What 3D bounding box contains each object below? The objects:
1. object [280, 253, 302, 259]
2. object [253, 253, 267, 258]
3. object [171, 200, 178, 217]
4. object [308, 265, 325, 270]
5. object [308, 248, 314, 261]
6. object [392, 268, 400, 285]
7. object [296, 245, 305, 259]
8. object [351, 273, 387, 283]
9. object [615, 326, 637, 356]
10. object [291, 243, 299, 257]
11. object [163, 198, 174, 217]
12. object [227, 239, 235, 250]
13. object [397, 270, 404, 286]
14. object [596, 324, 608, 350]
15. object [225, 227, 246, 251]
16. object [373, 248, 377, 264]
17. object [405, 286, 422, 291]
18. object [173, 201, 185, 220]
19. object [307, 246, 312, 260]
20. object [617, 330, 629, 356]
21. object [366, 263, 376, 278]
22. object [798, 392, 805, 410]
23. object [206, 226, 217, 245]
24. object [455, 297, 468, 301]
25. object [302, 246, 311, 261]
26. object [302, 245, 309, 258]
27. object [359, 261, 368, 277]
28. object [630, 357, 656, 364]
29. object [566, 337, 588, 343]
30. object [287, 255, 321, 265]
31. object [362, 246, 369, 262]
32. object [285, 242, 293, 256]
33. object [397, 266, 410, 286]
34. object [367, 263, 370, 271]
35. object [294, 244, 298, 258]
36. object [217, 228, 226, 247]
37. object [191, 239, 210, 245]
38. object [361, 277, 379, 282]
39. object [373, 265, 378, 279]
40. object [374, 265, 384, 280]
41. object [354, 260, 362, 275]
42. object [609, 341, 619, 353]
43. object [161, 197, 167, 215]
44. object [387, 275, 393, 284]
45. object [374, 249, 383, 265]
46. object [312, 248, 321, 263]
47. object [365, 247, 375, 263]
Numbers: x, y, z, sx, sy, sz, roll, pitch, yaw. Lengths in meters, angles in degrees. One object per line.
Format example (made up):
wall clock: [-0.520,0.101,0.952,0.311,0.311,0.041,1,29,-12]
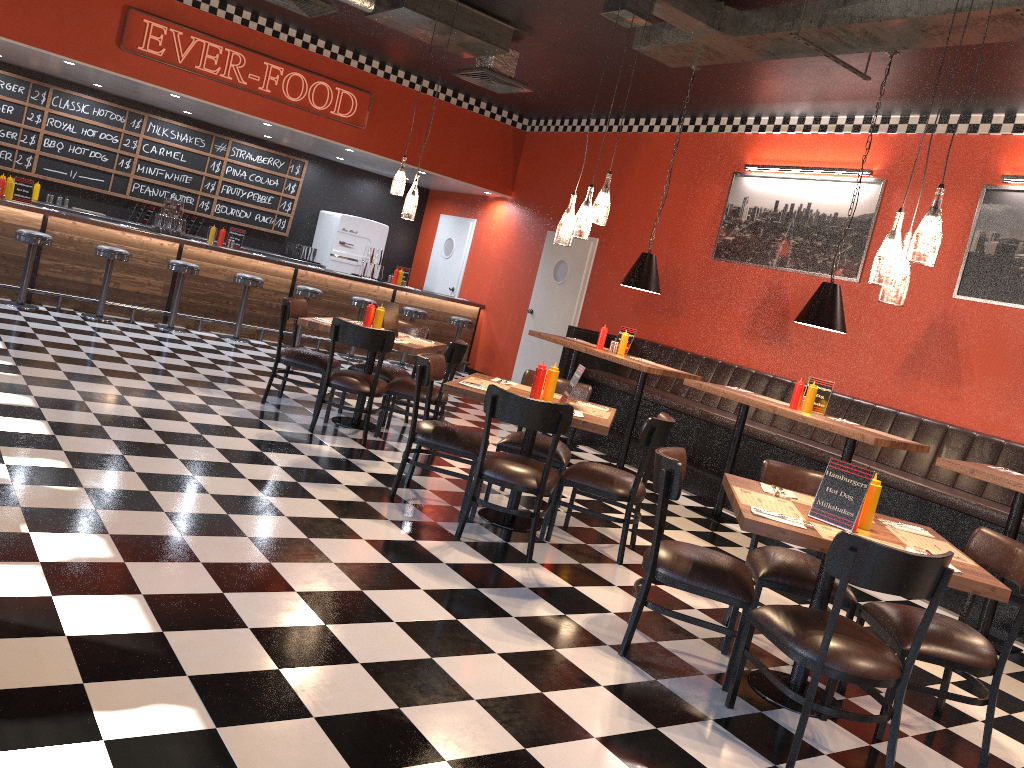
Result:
object: [-3.188,-1.866,13.083,0.435,0.018,0.275,9,8,-37]
object: [-3.066,-1.567,10.771,0.157,0.019,0.257,11,7,-21]
object: [-3.975,-2.071,10.491,0.105,0.208,0.105,14,5,8]
object: [-2.493,-1.484,11.248,0.157,0.019,0.257,9,8,-36]
object: [-2.916,-1.881,12.935,0.105,0.208,0.105,14,5,8]
object: [-1.584,-1.476,12.103,0.068,0.237,0.068,13,4,-6]
object: [-3.043,-1.885,12.703,0.105,0.208,0.105,14,5,8]
object: [-1.946,-1.442,12.030,0.435,0.018,0.275,9,8,-37]
object: [1.062,-0.412,8.397,0.072,0.256,0.189,9,6,-45]
object: [-3.178,-1.951,12.987,0.105,0.208,0.105,14,5,8]
object: [-4.007,-2.061,10.344,0.105,0.208,0.105,14,5,8]
object: [-3.407,-1.707,10.742,0.094,0.135,0.047,15,4,13]
object: [-1.538,-1.475,12.184,0.068,0.237,0.068,15,5,22]
object: [0.848,-0.443,8.304,0.068,0.237,0.068,16,5,28]
object: [-3.386,-1.777,10.844,0.188,0.256,0.072,14,4,-2]
object: [-1.872,-1.745,12.072,0.105,0.208,0.105,14,5,8]
object: [-1.363,-1.313,12.136,0.157,0.019,0.257,8,9,-41]
object: [-3.907,-2.044,10.404,0.105,0.208,0.105,14,5,8]
object: [-3.023,-1.929,13.119,0.105,0.208,0.105,14,5,8]
object: [1.032,-0.385,8.190,0.068,0.237,0.068,16,5,28]
object: [-1.902,-1.524,11.965,0.105,0.208,0.105,14,5,8]
object: [2.158,0.125,6.615,0.094,0.135,0.046,18,6,43]
object: [-3.576,-1.763,10.543,0.105,0.208,0.105,14,5,8]
object: [-0.721,-1.213,12.618,0.157,0.019,0.257,10,7,-27]
object: [-2.976,-1.882,12.813,0.105,0.208,0.105,14,5,8]
object: [-3.090,-1.957,13.224,0.105,0.208,0.105,14,5,8]
object: [-1.994,-1.540,11.909,0.105,0.208,0.105,14,5,8]
object: [1.183,-0.226,8.112,0.254,0.019,0.158,8,8,-40]
object: [0.646,-0.447,8.886,0.254,0.019,0.158,8,8,-40]
object: [-3.010,-1.795,12.844,0.435,0.018,0.275,9,8,-37]
object: [-1.959,-1.757,11.995,0.105,0.208,0.105,14,5,8]
object: [-3.289,-1.983,13.034,0.105,0.208,0.105,14,5,8]
object: [-1.537,-1.501,12.326,0.188,0.256,0.072,14,4,-2]
object: [-1.969,-1.550,12.048,0.105,0.208,0.105,14,5,8]
object: [-3.095,-1.909,12.797,0.105,0.208,0.105,14,5,8]
object: [-3.516,-1.786,10.734,0.067,0.237,0.068,12,5,-24]
object: [-3.652,-1.662,10.361,0.157,0.019,0.257,8,9,-41]
object: [-1.887,-1.390,11.708,0.157,0.019,0.257,8,9,-41]
object: [-1.876,-1.536,12.120,0.105,0.208,0.105,14,5,8]
object: [-1.801,-1.507,12.032,0.105,0.208,0.105,14,5,8]
object: [-2.067,-1.567,11.990,0.105,0.208,0.105,14,5,8]
object: [0.957,-0.361,8.290,0.046,0.135,0.094,9,6,-46]
object: [-4.062,-2.083,10.414,0.105,0.208,0.105,14,5,8]
object: [-1.663,-1.450,12.174,0.093,0.135,0.047,9,6,-42]
object: [-1.805,-1.718,11.985,0.105,0.208,0.105,14,5,8]
object: [-2.845,-1.854,12.847,0.105,0.208,0.105,14,5,8]
object: [-1.904,-1.735,11.925,0.105,0.208,0.105,14,5,8]
